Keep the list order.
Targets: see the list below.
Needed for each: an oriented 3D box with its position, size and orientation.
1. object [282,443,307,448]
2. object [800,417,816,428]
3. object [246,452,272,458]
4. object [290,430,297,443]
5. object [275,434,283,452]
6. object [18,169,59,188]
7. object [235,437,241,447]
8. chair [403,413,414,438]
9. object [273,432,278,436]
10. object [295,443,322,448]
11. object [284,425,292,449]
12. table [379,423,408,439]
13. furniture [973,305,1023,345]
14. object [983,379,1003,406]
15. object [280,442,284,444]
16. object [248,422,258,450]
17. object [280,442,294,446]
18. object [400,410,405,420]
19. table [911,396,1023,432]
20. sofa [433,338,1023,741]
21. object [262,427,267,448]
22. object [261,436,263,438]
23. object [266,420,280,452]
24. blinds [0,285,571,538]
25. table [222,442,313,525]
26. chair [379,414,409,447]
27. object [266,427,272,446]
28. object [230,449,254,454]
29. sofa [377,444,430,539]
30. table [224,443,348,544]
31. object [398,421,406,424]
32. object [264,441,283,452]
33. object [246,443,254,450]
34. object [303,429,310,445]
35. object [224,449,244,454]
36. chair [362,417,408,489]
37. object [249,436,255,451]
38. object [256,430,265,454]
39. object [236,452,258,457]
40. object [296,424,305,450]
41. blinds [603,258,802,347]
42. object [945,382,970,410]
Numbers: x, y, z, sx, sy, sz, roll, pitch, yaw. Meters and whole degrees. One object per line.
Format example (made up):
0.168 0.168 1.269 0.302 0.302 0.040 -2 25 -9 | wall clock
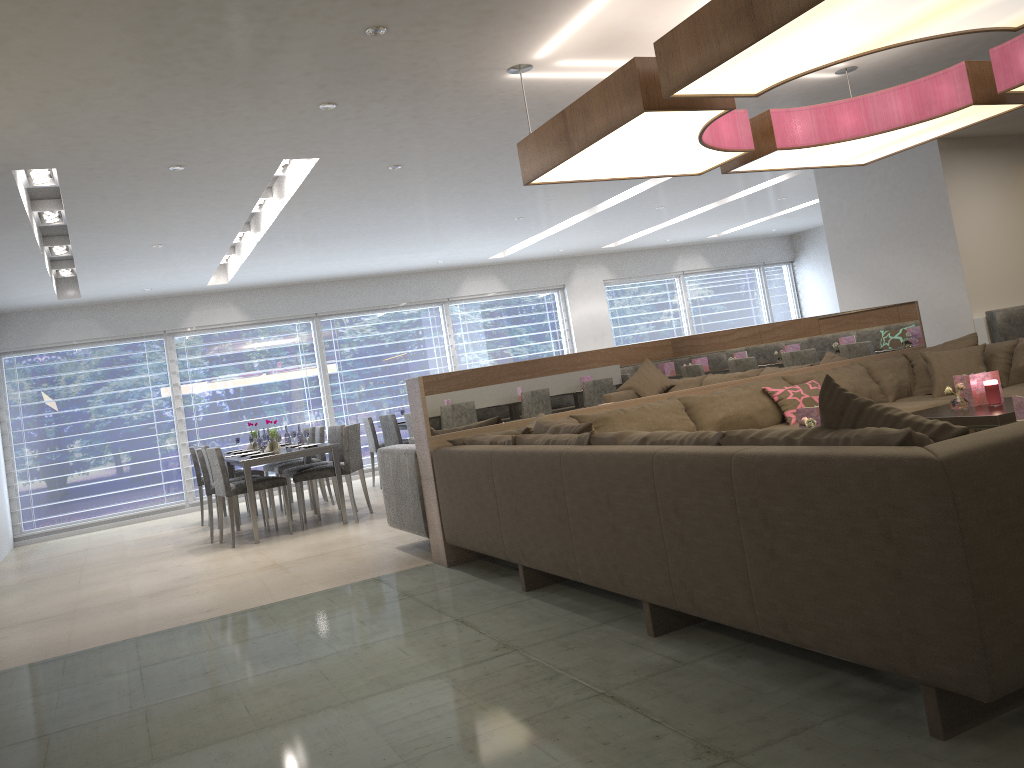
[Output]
-1.892 0.542 7.699 0.218 0.015 0.215 -9 0 -45 | object
1.343 0.209 3.970 0.101 0.130 0.094 -7 -3 -41 | object
-1.998 0.563 7.007 0.218 0.015 0.215 -9 0 -45 | object
-1.936 0.485 7.858 0.053 0.140 0.053 -11 -4 23 | object
-1.895 0.483 7.192 0.053 0.140 0.053 -11 -4 23 | object
-3.020 -1.356 5.648 0.227 0.102 0.484 -9 0 -25 | object
-2.817 0.621 9.101 0.053 0.140 0.053 -11 -4 23 | object
-0.676 0.609 8.214 0.494 0.766 0.473 -8 -3 -20 | chair
-2.318 0.542 8.704 0.053 0.140 0.053 -11 -4 23 | object
-1.652 0.506 7.171 0.218 0.015 0.215 -9 0 -45 | object
-1.909 0.453 7.514 0.051 0.202 0.052 -10 -4 17 | object
-0.851 0.694 9.496 0.780 0.637 1.180 -8 -1 -25 | table
3.852 -0.145 3.571 4.274 0.857 5.607 -9 0 -25 | furniture
2.369 0.040 4.358 0.075 0.129 0.076 -11 -4 38 | object
-2.459 0.626 9.096 0.215 0.015 0.218 -9 0 43 | object
-2.555 0.511 8.761 0.104 0.278 0.153 -7 -4 -27 | object
-2.219 0.590 8.568 0.215 0.015 0.218 -9 0 43 | object
-1.214 0.358 9.860 0.053 0.140 0.053 -11 -4 23 | object
2.365 0.315 4.375 0.660 0.414 0.653 -9 -1 -25 | table
1.951 0.253 3.990 3.781 0.678 3.156 -9 0 -25 | sofa
-2.494 0.540 8.926 0.051 0.202 0.052 -11 -4 29 | object
-2.198 0.528 7.734 0.053 0.140 0.053 -11 -4 23 | object
-1.988 0.427 7.365 0.104 0.278 0.153 -7 -4 -27 | object
-2.303 0.113 11.009 7.126 2.053 0.045 -9 -4 -25 | blinds
-2.462 0.958 8.733 0.780 0.637 1.180 -8 -1 -25 | table
-1.031 0.661 9.134 0.494 0.766 0.473 -8 -3 -30 | chair
-2.302 0.512 8.380 0.051 0.202 0.052 -11 -4 29 | object
-2.565 0.647 8.404 0.215 0.015 0.218 -9 0 43 | object
1.041 0.413 6.011 3.814 0.631 0.829 -9 -1 -25 | sofa
-1.896 0.875 7.336 0.780 0.637 1.180 -8 -1 -25 | table
-1.193 0.418 9.695 0.217 0.015 0.215 -9 0 -25 | object
-2.005 0.519 7.415 0.069 0.100 0.204 -11 -2 35 | object
-2.571 0.603 8.811 0.069 0.100 0.204 -11 -2 35 | object
-1.699 0.450 7.337 0.053 0.140 0.053 -11 -4 23 | object
-2.805 0.683 8.932 0.215 0.015 0.218 -9 0 43 | object
-1.299 0.702 9.584 0.494 0.766 0.473 -8 -3 -20 | chair
-2.514 0.575 8.559 0.053 0.140 0.053 -11 -4 23 | object
-2.125 0.488 7.449 0.051 0.202 0.052 -10 -4 17 | object
-2.238 0.599 7.536 0.218 0.015 0.215 -9 0 -45 | object
-1.680 0.419 7.011 0.051 0.202 0.052 -10 -4 17 | object
3.103 -0.775 13.568 3.665 2.054 0.045 -9 -4 -25 | blinds
2.238 0.060 4.447 0.101 0.132 0.092 -11 -3 30 | object
